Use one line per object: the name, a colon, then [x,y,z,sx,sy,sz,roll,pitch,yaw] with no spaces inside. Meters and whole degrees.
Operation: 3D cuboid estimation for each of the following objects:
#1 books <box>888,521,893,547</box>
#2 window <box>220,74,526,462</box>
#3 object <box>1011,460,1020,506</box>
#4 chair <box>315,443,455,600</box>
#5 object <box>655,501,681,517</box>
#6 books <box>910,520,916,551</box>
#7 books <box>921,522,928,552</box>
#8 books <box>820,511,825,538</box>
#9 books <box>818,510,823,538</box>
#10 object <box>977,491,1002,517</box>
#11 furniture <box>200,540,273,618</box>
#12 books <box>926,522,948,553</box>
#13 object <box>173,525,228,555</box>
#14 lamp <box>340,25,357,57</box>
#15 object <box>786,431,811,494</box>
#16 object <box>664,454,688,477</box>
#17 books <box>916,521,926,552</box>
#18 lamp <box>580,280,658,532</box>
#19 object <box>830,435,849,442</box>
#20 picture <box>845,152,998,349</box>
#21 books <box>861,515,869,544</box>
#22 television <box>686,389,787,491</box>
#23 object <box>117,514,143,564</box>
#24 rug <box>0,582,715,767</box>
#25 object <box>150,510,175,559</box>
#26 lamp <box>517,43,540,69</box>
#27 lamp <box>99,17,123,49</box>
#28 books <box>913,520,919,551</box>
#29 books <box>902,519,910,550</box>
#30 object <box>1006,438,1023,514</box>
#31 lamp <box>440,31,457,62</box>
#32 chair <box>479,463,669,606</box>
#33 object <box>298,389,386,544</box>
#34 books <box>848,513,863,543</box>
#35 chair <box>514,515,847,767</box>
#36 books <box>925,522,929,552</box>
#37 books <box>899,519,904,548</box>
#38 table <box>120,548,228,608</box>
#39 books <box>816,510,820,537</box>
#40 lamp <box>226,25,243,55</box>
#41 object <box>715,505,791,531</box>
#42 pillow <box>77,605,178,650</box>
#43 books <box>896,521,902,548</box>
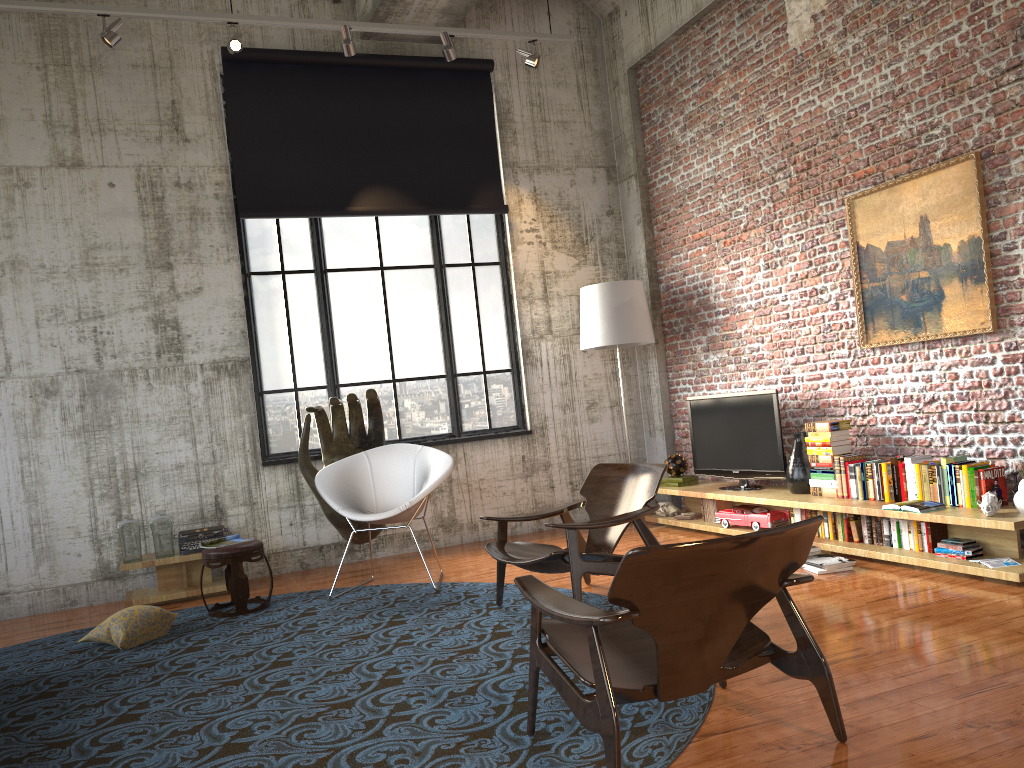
books: [2.468,0.951,5.666,0.121,0.168,0.020,-6,0,-22]
window: [-1.195,-1.099,8.119,2.576,3.436,0.050,-6,1,-22]
object: [2.912,0.568,5.120,0.057,0.273,0.057,-6,1,28]
chair: [-0.911,0.974,6.512,1.058,1.030,0.805,-6,0,17]
object: [1.424,1.136,8.072,0.183,0.133,0.274,-6,-1,-13]
books: [2.535,0.929,5.492,0.138,0.191,0.026,-6,0,-22]
books: [2.570,0.929,5.420,0.131,0.181,0.034,-6,0,-22]
books: [2.231,0.978,6.215,0.139,0.193,0.023,-6,0,-22]
books: [2.221,0.979,6.236,0.139,0.193,0.024,-6,0,-22]
object: [2.659,0.671,4.933,0.123,0.123,0.251,-6,-1,23]
furniture: [-1.945,1.357,6.247,0.432,0.477,0.431,-6,0,23]
books: [2.580,0.921,5.371,0.138,0.191,0.026,-6,0,-22]
object: [-2.449,1.235,7.013,0.423,0.153,0.382,-6,-1,-22]
lamp: [-1.274,-2.650,6.899,0.102,0.251,0.165,-6,0,3]
object: [2.175,0.586,6.633,0.268,0.456,0.267,-6,0,9]
object: [1.492,0.742,8.066,0.216,0.208,0.215,-6,0,-33]
books: [2.554,0.926,5.445,0.138,0.191,0.026,-6,0,-22]
lamp: [1.041,0.202,8.232,0.694,2.243,0.707,-6,0,1]
object: [2.252,0.388,6.336,0.178,0.031,0.249,-6,-1,-22]
picture: [2.592,-0.806,5.706,0.040,1.064,1.066,-6,0,-22]
books: [2.392,0.941,5.873,0.149,0.214,0.049,-6,0,-22]
television: [1.842,0.466,7.268,0.285,0.793,1.091,-6,0,-35]
object: [-2.903,1.175,6.744,0.163,0.361,0.163,-6,0,-24]
rug: [-1.497,1.507,4.261,4.852,0.009,4.840,-7,-1,24]
object: [-2.690,1.155,6.830,0.163,0.361,0.163,-6,0,-19]
lamp: [0.160,-2.781,7.533,0.226,0.215,0.102,-6,0,19]
lamp: [-2.851,-2.493,6.299,0.182,0.241,0.102,-6,0,-27]
books: [2.542,0.928,5.467,0.138,0.191,0.026,-6,0,-22]
books: [2.511,0.935,5.549,0.129,0.186,0.043,-6,0,-22]
object: [2.801,0.486,4.824,0.233,0.445,0.198,-6,0,-34]
lamp: [-0.512,-2.723,7.208,0.102,0.251,0.165,-6,0,23]
chair: [0.410,0.930,5.341,1.041,0.793,0.876,-6,-1,-32]
object: [-1.392,0.717,7.375,0.727,1.296,0.456,-6,0,-10]
books: [2.341,0.931,5.942,0.152,0.256,0.088,-6,0,-22]
chair: [0.554,0.865,3.126,0.874,0.793,1.044,-6,-1,-21]
books: [2.574,0.924,5.393,0.120,0.189,0.019,-6,1,-22]
books: [2.513,0.938,5.591,0.131,0.181,0.034,-6,0,-22]
table: [-2.579,1.505,6.978,0.874,0.359,0.476,-6,-1,-22]
books: [2.218,0.968,6.260,0.138,0.217,0.022,-6,1,-22]
lamp: [-2.081,-2.566,6.632,0.102,0.211,0.261,-6,0,-27]
object: [1.878,1.040,6.936,0.243,0.174,0.601,-6,-1,-30]
pillow: [-2.406,1.540,5.641,0.482,0.247,0.503,-7,-1,34]
books: [2.491,0.948,5.610,0.121,0.168,0.020,-6,0,-22]
